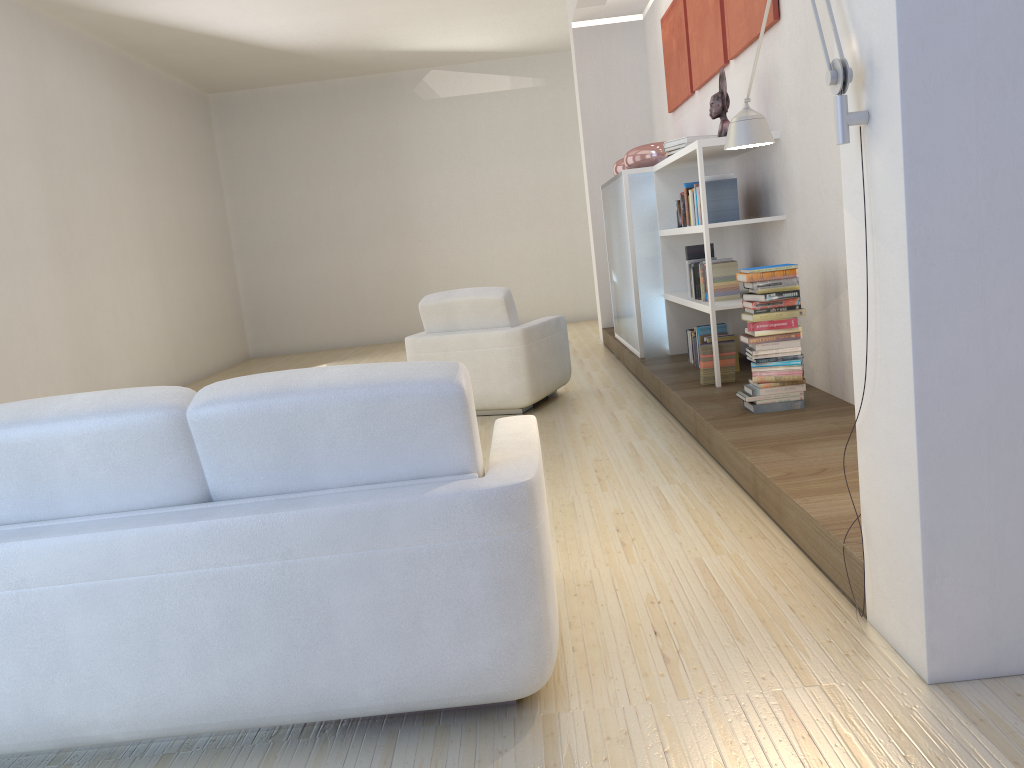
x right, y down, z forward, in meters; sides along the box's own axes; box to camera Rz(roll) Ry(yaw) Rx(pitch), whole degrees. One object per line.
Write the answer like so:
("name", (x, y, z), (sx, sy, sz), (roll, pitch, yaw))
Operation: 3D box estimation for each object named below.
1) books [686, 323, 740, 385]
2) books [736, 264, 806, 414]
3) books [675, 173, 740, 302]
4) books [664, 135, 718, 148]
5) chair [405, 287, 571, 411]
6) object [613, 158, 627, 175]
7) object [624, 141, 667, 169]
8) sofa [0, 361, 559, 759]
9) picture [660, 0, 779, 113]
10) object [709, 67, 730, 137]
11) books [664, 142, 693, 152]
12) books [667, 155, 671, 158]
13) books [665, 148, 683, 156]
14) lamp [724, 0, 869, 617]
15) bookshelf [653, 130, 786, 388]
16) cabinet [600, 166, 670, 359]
("books", (1.294, -0.217, 5.667), (0.274, 0.281, 1.125), (-5, 9, 8))
("books", (1.262, -0.222, 4.323), (0.329, 0.694, 0.270), (-6, 9, 1))
("books", (1.232, -0.911, 5.591), (0.215, 0.743, 0.831), (-6, 9, 1))
("books", (1.246, -1.667, 6.093), (0.319, 0.038, 0.247), (-11, 10, -27))
("chair", (-0.171, -0.285, 6.261), (0.919, 0.828, 0.941), (-3, 9, 21))
("object", (1.143, -1.887, 7.674), (0.534, 0.206, 0.546), (-8, 9, -11))
("object", (1.137, -1.766, 6.880), (0.546, 0.206, 0.534), (0, 11, 37))
("sofa", (-0.985, 0.405, 2.445), (2.166, 0.862, 0.941), (-6, 9, 1))
("picture", (1.352, -2.550, 6.211), (0.030, 0.794, 3.227), (-6, 9, 1))
("object", (1.216, -1.614, 5.119), (0.133, 0.409, 0.138), (-14, 11, -42))
("books", (1.250, -1.635, 6.098), (0.328, 0.027, 0.247), (-10, 9, -23))
("books", (1.261, -1.588, 6.108), (0.287, 0.018, 0.247), (-11, 9, -25))
("books", (1.235, -1.605, 6.098), (0.287, 0.025, 0.247), (-9, 9, -14))
("lamp", (0.829, -0.350, 2.451), (0.204, 1.841, 0.891), (-7, 9, -3))
("bookshelf", (1.336, -0.810, 5.791), (0.465, 1.396, 1.599), (-6, 9, 1))
("cabinet", (1.229, -1.040, 7.391), (0.689, 1.396, 1.670), (-6, 9, 1))
